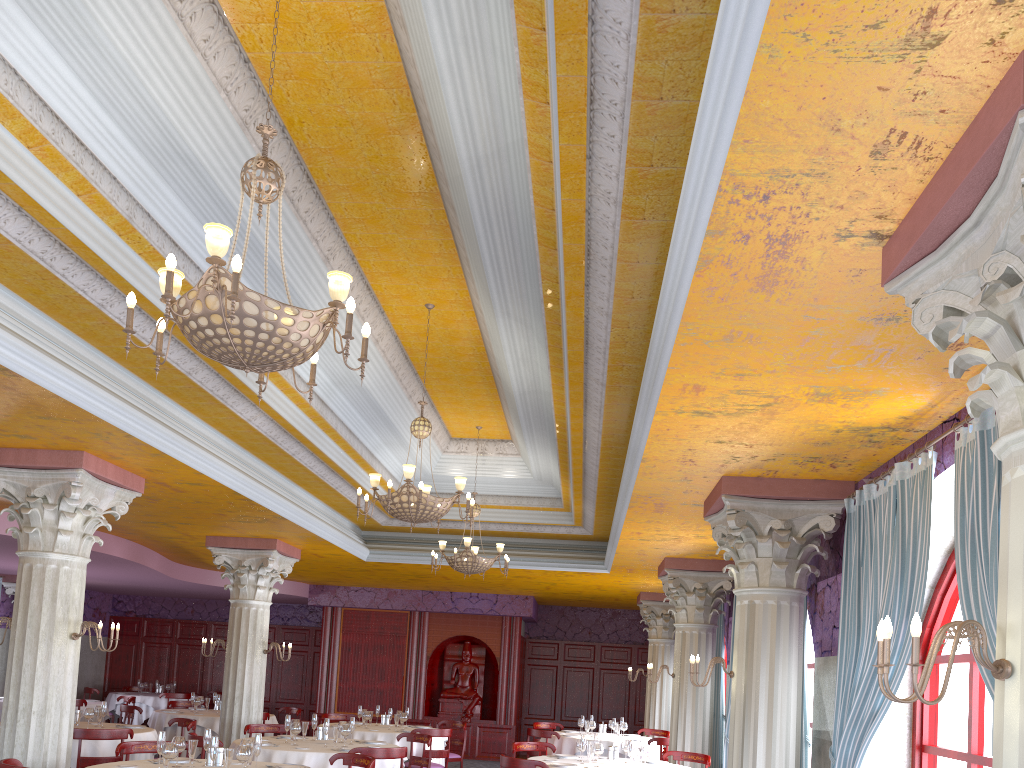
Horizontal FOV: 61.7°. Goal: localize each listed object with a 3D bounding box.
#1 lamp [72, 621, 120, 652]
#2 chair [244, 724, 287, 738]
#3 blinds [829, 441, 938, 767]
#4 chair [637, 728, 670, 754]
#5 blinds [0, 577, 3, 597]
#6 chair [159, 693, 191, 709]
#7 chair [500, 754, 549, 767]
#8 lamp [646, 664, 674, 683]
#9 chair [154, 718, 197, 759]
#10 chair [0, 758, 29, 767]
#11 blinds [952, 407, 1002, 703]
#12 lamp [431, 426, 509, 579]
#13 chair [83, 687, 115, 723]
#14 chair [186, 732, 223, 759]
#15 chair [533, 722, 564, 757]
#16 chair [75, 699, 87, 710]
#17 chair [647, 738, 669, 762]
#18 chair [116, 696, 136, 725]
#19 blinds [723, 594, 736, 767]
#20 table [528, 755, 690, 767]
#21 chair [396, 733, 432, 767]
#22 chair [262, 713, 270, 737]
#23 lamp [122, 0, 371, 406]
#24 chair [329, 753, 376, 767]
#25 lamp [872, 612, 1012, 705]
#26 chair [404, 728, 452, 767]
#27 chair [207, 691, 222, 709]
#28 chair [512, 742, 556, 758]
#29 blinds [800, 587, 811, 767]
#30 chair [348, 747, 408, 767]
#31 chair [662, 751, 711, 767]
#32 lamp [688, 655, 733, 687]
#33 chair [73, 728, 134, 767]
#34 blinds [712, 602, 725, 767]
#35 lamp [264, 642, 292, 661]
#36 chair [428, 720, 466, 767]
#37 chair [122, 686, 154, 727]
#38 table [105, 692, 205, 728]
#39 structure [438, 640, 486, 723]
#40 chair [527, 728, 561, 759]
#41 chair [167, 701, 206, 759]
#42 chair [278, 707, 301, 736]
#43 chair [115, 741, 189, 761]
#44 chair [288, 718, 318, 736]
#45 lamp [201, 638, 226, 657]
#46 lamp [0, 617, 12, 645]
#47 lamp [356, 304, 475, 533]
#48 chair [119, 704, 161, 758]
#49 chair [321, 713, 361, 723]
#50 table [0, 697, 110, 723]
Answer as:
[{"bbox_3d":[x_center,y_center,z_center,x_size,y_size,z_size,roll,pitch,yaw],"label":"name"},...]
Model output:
[{"bbox_3d":[-3.812,2.293,7.796,0.382,0.265,0.355,5,-13,-7],"label":"lamp"},{"bbox_3d":[-3.121,4.986,11.129,0.766,1.059,0.654,11,-11,-39],"label":"chair"},{"bbox_3d":[2.485,2.326,5.893,0.244,3.419,1.763,3,-7,7],"label":"blinds"},{"bbox_3d":[2.432,6.727,15.316,0.660,1.059,0.759,10,-11,-39],"label":"chair"},{"bbox_3d":[-10.497,5.235,16.469,0.244,3.236,1.894,3,-8,4],"label":"blinds"},{"bbox_3d":[-7.470,7.342,18.864,0.766,1.059,0.654,11,-11,-39],"label":"chair"},{"bbox_3d":[0.190,4.455,8.980,0.660,1.059,0.759,10,-11,-39],"label":"chair"},{"bbox_3d":[2.091,4.108,12.139,0.382,0.265,0.355,5,-13,-7],"label":"lamp"},{"bbox_3d":[-4.518,4.933,11.217,0.660,1.059,0.759,10,-11,-39],"label":"chair"},{"bbox_3d":[-3.501,3.354,6.364,0.660,1.059,0.759,10,-11,-39],"label":"chair"},{"bbox_3d":[2.325,1.642,3.895,0.244,3.419,1.762,3,-7,4],"label":"blinds"},{"bbox_3d":[-0.526,1.619,11.903,0.979,2.115,0.969,9,-9,-39],"label":"lamp"},{"bbox_3d":[-9.194,7.290,19.009,0.660,1.059,0.759,10,-11,-39],"label":"chair"},{"bbox_3d":[-3.258,4.396,9.407,0.660,1.059,0.759,10,-11,-39],"label":"chair"},{"bbox_3d":[0.708,6.675,15.460,0.766,1.059,0.654,11,-11,-39],"label":"chair"},{"bbox_3d":[-7.606,5.821,14.383,0.766,1.059,0.654,11,-11,-39],"label":"chair"},{"bbox_3d":[2.294,6.138,13.593,0.766,1.059,0.654,11,-11,-39],"label":"chair"},{"bbox_3d":[-7.469,6.410,16.105,0.660,1.059,0.759,10,-11,-39],"label":"chair"},{"bbox_3d":[2.866,3.963,10.673,0.244,3.419,1.763,3,-7,7],"label":"blinds"},{"bbox_3d":[1.116,4.828,9.769,2.076,0.922,2.198,2,-16,6],"label":"table"},{"bbox_3d":[-1.397,5.039,10.985,0.660,1.059,0.759,10,-11,-39],"label":"chair"},{"bbox_3d":[-4.317,5.795,13.734,0.766,1.059,0.654,11,-11,-39],"label":"chair"},{"bbox_3d":[-1.156,-1.085,4.008,0.979,2.115,0.969,9,-9,-39],"label":"lamp"},{"bbox_3d":[-1.640,3.997,7.942,0.660,1.059,0.759,10,-11,-39],"label":"chair"},{"bbox_3d":[1.338,0.876,2.700,0.382,0.265,0.355,5,-13,-7],"label":"lamp"},{"bbox_3d":[-1.271,5.579,12.562,0.766,1.059,0.654,11,-11,-39],"label":"chair"},{"bbox_3d":[-7.332,7.932,20.587,0.660,1.059,0.759,10,-11,-39],"label":"chair"},{"bbox_3d":[0.328,5.045,10.702,0.766,1.059,0.654,11,-11,-39],"label":"chair"},{"bbox_3d":[2.707,3.279,8.676,0.244,3.419,1.762,3,-7,4],"label":"blinds"},{"bbox_3d":[-1.534,4.449,9.262,0.766,1.059,0.654,11,-11,-39],"label":"chair"},{"bbox_3d":[2.052,5.098,10.558,0.660,1.059,0.759,10,-11,-39],"label":"chair"},{"bbox_3d":[1.716,2.498,7.437,0.382,0.265,0.355,5,-13,-7],"label":"lamp"},{"bbox_3d":[-4.656,4.343,9.494,0.766,1.059,0.654,11,-11,-39],"label":"chair"},{"bbox_3d":[3.080,4.879,13.347,0.244,3.419,1.762,3,-7,4],"label":"blinds"},{"bbox_3d":[-3.433,3.920,12.544,0.382,0.265,0.355,5,-13,-7],"label":"lamp"},{"bbox_3d":[-1.133,6.169,14.284,0.660,1.059,0.759,10,-11,-39],"label":"chair"},{"bbox_3d":[-9.056,7.879,20.731,0.766,1.059,0.654,11,-11,-39],"label":"chair"},{"bbox_3d":[-8.268,7.663,19.798,2.076,0.922,2.198,2,-16,6],"label":"table"},{"bbox_3d":[-1.135,6.621,19.126,0.963,1.795,0.661,3,-6,5],"label":"structure"},{"bbox_3d":[0.570,6.085,13.738,0.660,1.059,0.759,10,-11,-39],"label":"chair"},{"bbox_3d":[-5.903,6.332,15.601,0.766,1.059,0.654,11,-11,-39],"label":"chair"},{"bbox_3d":[-4.179,6.385,15.456,0.660,1.059,0.759,10,-11,-39],"label":"chair"},{"bbox_3d":[-3.364,3.944,8.086,0.766,1.059,0.654,11,-11,-39],"label":"chair"},{"bbox_3d":[-2.995,5.526,12.706,0.660,1.059,0.759,10,-11,-39],"label":"chair"},{"bbox_3d":[-4.379,3.910,12.681,0.382,0.265,0.355,5,-13,-7],"label":"lamp"},{"bbox_3d":[-4.754,2.300,7.979,0.382,0.265,0.355,5,-13,-7],"label":"lamp"},{"bbox_3d":[-0.838,0.278,7.988,0.979,2.115,0.969,9,-9,-39],"label":"lamp"},{"bbox_3d":[-6.041,5.743,13.878,0.660,1.059,0.759,10,-11,-39],"label":"chair"},{"bbox_3d":[-2.857,6.116,14.429,0.766,1.059,0.654,11,-11,-39],"label":"chair"},{"bbox_3d":[-8.405,6.141,15.316,2.076,0.922,2.198,2,-16,6],"label":"table"}]
